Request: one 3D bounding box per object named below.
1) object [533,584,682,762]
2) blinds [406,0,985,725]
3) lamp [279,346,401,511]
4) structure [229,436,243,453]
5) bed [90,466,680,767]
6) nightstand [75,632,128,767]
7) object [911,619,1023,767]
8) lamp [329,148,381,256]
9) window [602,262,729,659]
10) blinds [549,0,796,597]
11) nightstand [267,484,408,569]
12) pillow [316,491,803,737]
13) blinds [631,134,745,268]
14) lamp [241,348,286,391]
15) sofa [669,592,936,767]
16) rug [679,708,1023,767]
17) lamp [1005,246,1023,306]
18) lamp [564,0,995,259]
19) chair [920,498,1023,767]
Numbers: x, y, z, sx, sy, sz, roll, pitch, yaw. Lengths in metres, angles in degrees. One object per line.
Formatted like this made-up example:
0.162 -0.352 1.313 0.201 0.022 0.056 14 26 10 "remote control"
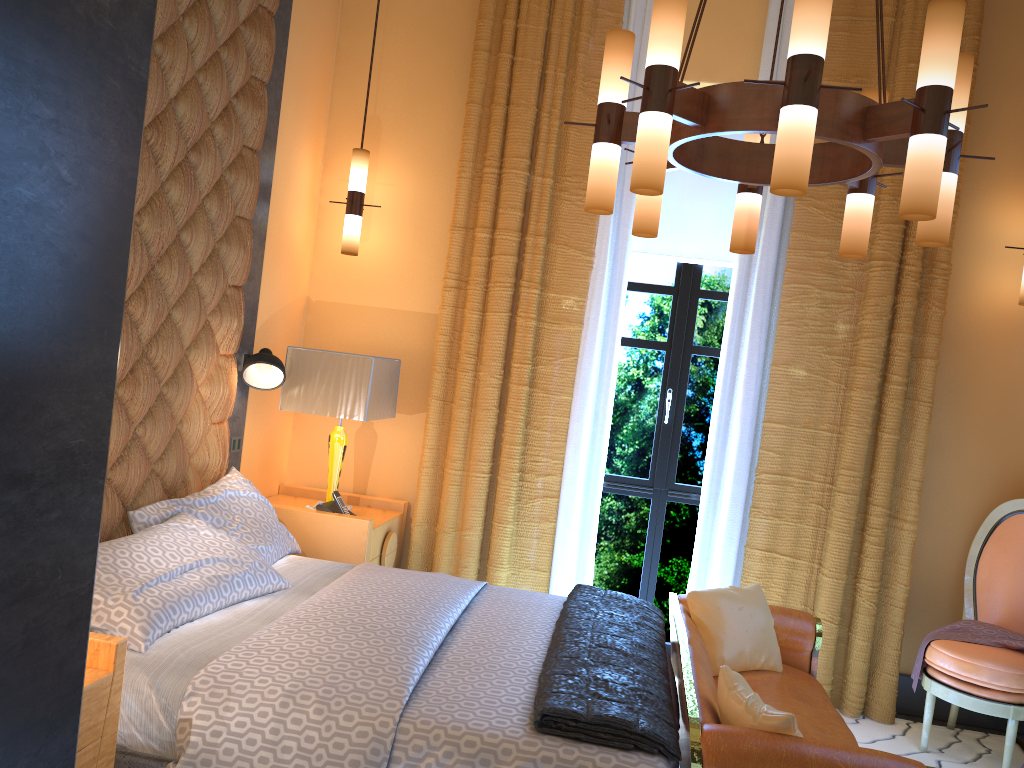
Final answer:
0.330 0.883 2.947 0.405 0.105 1.460 7 1 8 "object"
0.869 -0.584 4.324 2.450 4.149 0.134 7 2 8 "blinds"
-0.845 0.248 4.297 0.424 0.803 0.505 7 2 8 "lamp"
-1.254 0.274 4.015 0.016 0.071 0.103 7 1 8 "structure"
-0.477 0.887 3.068 2.106 0.825 1.888 7 1 8 "bed"
-1.333 0.913 1.826 0.720 0.700 0.708 7 1 8 "nightstand"
2.138 1.362 3.828 0.429 0.572 0.801 6 2 -34 "object"
-0.799 -0.926 4.524 0.199 0.532 0.199 6 2 -37 "lamp"
0.872 -0.019 4.742 1.200 3.002 0.130 7 2 8 "window"
0.840 -0.566 4.412 2.050 4.078 0.236 7 2 5 "blinds"
-0.964 0.923 4.420 0.720 0.690 0.680 7 1 8 "nightstand"
0.291 0.856 3.572 1.148 0.407 2.624 6 1 -40 "pillow"
1.001 -1.074 4.692 1.200 0.874 0.013 7 2 8 "blinds"
-0.967 -0.036 4.072 0.568 0.218 0.231 6 2 -34 "lamp"
0.841 1.192 2.962 0.650 0.641 1.615 7 1 8 "sofa"
0.351 1.455 2.785 3.701 0.016 3.386 7 1 8 "rug"
2.412 -0.626 4.071 0.199 0.532 0.199 6 2 -37 "lamp"
0.864 -1.534 2.566 1.139 2.170 1.141 8 2 30 "lamp"
2.142 1.081 3.926 0.499 1.148 0.633 9 2 41 "chair"
